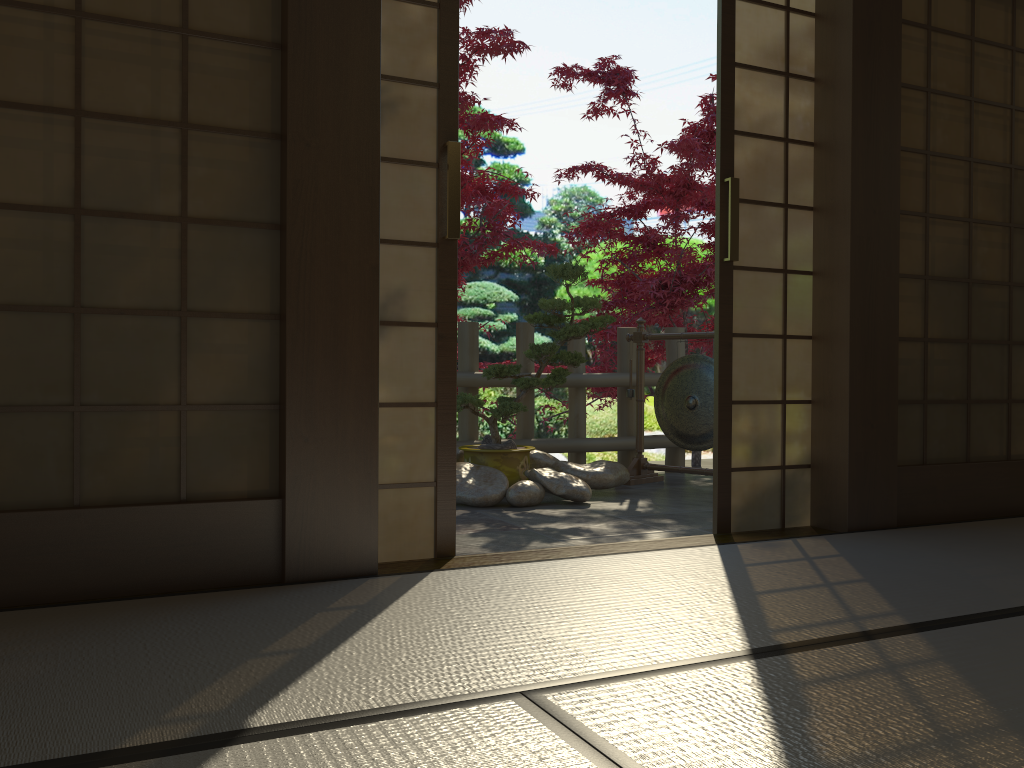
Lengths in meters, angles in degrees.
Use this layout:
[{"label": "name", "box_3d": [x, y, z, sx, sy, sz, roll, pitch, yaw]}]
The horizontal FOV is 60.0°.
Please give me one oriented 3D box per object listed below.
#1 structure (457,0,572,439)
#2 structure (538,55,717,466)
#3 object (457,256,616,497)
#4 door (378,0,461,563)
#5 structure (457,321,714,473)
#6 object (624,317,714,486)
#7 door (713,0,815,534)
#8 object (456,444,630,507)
[{"label": "structure", "box_3d": [-1.277, -1.248, 6.063, 3.412, 4.004, 3.045, 0, 0, 7]}, {"label": "structure", "box_3d": [1.920, -1.238, 7.665, 3.045, 4.004, 3.412, 0, 0, -23]}, {"label": "object", "box_3d": [0.099, -0.051, 5.107, 1.032, 1.362, 0.586, 0, 0, 1]}, {"label": "door", "box_3d": [-1.022, -0.563, 2.389, 1.894, 2.380, 0.073, 0, 0, -25]}, {"label": "structure", "box_3d": [-0.215, 0.153, 5.662, 7.456, 1.136, 0.245, 0, 0, -25]}, {"label": "object", "box_3d": [1.114, 0.104, 5.402, 1.045, 1.061, 0.368, 1, 1, 43]}, {"label": "door", "box_3d": [1.620, -0.553, 3.638, 1.894, 2.380, 0.073, 0, 0, -25]}, {"label": "object", "box_3d": [0.050, 0.501, 5.075, 1.260, 0.276, 1.147, 0, 0, -29]}]
